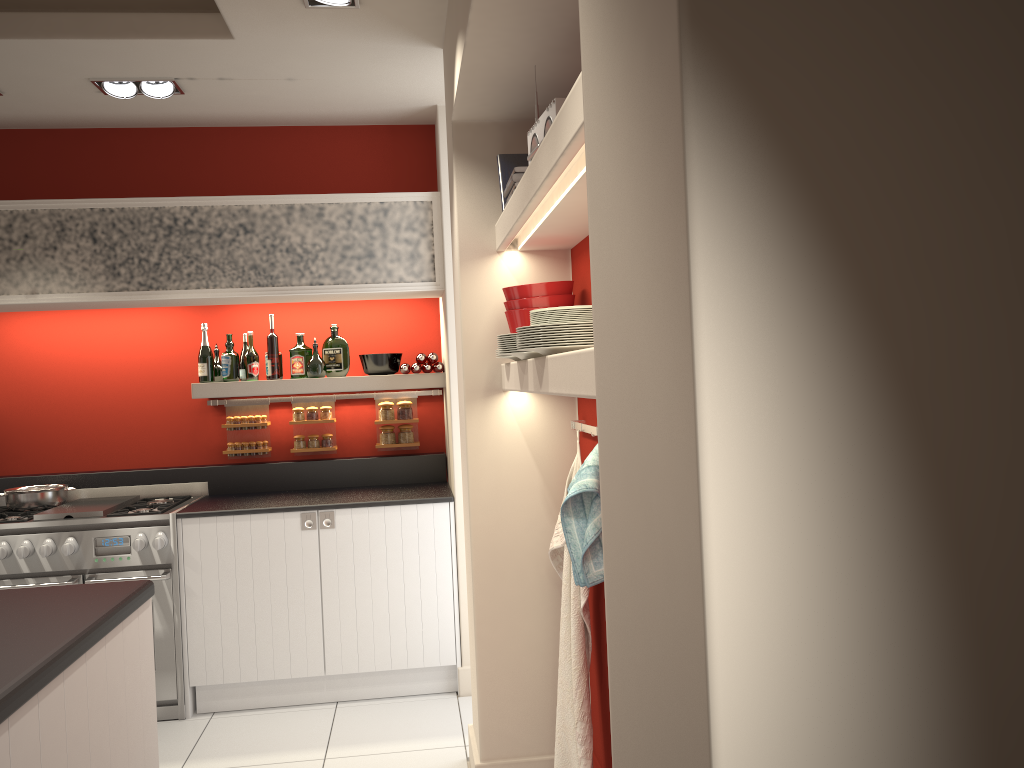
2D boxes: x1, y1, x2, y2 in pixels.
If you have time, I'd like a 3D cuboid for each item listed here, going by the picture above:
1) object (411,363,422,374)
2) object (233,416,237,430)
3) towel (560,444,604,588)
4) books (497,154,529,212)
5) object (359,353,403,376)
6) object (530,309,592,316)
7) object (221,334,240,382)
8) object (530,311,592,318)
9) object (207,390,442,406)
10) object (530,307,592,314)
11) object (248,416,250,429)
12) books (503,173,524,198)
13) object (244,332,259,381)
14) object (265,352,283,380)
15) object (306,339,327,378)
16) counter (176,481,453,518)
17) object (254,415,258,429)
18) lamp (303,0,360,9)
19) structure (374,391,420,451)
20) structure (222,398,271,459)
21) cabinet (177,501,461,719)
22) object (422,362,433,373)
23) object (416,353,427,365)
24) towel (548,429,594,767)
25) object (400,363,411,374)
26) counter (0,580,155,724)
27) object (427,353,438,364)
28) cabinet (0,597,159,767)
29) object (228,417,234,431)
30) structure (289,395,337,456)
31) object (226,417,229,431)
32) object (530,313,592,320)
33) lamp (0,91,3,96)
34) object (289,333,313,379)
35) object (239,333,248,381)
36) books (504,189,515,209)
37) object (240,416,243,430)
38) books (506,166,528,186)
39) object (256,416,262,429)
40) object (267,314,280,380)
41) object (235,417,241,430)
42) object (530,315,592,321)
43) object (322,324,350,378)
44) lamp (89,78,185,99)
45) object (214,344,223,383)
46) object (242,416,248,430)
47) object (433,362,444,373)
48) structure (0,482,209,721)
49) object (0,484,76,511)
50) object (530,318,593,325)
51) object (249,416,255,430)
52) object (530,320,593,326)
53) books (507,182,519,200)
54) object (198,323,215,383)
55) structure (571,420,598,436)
[{"bbox_3d":[-0.545,-0.089,5.052,0.062,0.062,0.366,-3,0,-7],"label":"object"},{"bbox_3d":[-1.587,0.225,5.104,0.034,0.078,0.034,-2,0,14],"label":"object"},{"bbox_3d":[0.251,0.370,2.645,0.179,0.452,0.209,-2,0,33],"label":"towel"},{"bbox_3d":[0.057,-0.733,3.256,0.207,0.246,0.136,-3,0,-7],"label":"books"},{"bbox_3d":[-0.756,-0.111,5.122,0.251,0.121,0.251,-3,0,-25],"label":"object"},{"bbox_3d":[0.176,-0.187,2.429,0.255,0.015,0.255,-3,1,-26],"label":"object"},{"bbox_3d":[-1.554,-0.144,4.891,0.094,0.264,0.094,-3,0,-18],"label":"object"},{"bbox_3d":[0.176,-0.182,2.429,0.255,0.015,0.255,-3,1,-26],"label":"object"},{"bbox_3d":[-1.092,0.080,5.224,1.355,0.034,0.048,-3,0,-7],"label":"object"},{"bbox_3d":[0.176,-0.192,2.429,0.255,0.015,0.255,-3,1,-26],"label":"object"},{"bbox_3d":[-1.508,0.222,5.113,0.034,0.078,0.034,-2,0,14],"label":"object"},{"bbox_3d":[0.087,-0.675,3.019,0.207,0.030,0.258,-3,0,-7],"label":"books"},{"bbox_3d":[-1.472,-0.157,5.008,0.080,0.278,0.080,-3,0,-3],"label":"object"},{"bbox_3d":[-1.364,-0.153,5.076,0.094,0.263,0.094,-3,0,-40],"label":"object"},{"bbox_3d":[-1.092,-0.147,4.936,0.113,0.226,0.113,-3,0,5],"label":"object"},{"bbox_3d":[-1.012,0.614,4.767,1.360,0.026,0.699,-3,0,-7],"label":"counter"},{"bbox_3d":[-1.470,0.220,5.118,0.034,0.078,0.034,-2,0,14],"label":"object"},{"bbox_3d":[-0.641,-1.405,3.091,0.199,0.090,0.361,-3,0,-7],"label":"lamp"},{"bbox_3d":[-0.675,0.219,5.199,0.256,0.347,0.130,-3,0,-7],"label":"structure"},{"bbox_3d":[-1.526,0.258,5.099,0.256,0.347,0.130,-3,0,-7],"label":"structure"},{"bbox_3d":[-0.988,1.124,4.770,1.361,0.993,0.687,-3,0,-7],"label":"cabinet"},{"bbox_3d":[-0.485,-0.092,5.080,0.061,0.061,0.366,-3,0,-7],"label":"object"},{"bbox_3d":[-0.519,-0.144,5.078,0.062,0.062,0.366,-3,0,-7],"label":"object"},{"bbox_3d":[0.196,0.847,3.146,0.141,1.362,0.341,-3,0,-6],"label":"towel"},{"bbox_3d":[-0.607,-0.086,5.045,0.062,0.062,0.366,-3,0,-7],"label":"object"},{"bbox_3d":[-2.044,0.676,1.940,2.054,0.050,1.415,-3,0,-7],"label":"counter"},{"bbox_3d":[-0.453,-0.147,5.063,0.062,0.062,0.366,-3,0,-7],"label":"object"},{"bbox_3d":[-2.027,1.208,1.940,2.034,1.011,1.423,-3,0,-7],"label":"cabinet"},{"bbox_3d":[-1.604,0.227,5.063,0.034,0.078,0.034,-2,0,14],"label":"object"},{"bbox_3d":[-1.151,0.241,5.143,0.256,0.347,0.130,-3,0,-7],"label":"structure"},{"bbox_3d":[-1.626,0.227,5.099,0.034,0.078,0.034,-2,0,14],"label":"object"},{"bbox_3d":[0.176,-0.177,2.429,0.255,0.015,0.255,-3,1,-26],"label":"object"},{"bbox_3d":[-2.491,-1.329,3.932,0.361,0.104,0.199,-3,0,-7],"label":"lamp"},{"bbox_3d":[-1.201,-0.159,5.050,0.112,0.260,0.071,-2,0,22],"label":"object"},{"bbox_3d":[-1.526,-0.153,5.090,0.083,0.277,0.083,-3,0,-3],"label":"object"},{"bbox_3d":[0.089,-0.625,3.019,0.207,0.030,0.258,-3,0,-7],"label":"books"},{"bbox_3d":[-1.549,0.224,5.108,0.034,0.078,0.034,-2,0,14],"label":"object"},{"bbox_3d":[0.095,-0.699,3.008,0.207,0.019,0.258,-3,0,-6],"label":"books"},{"bbox_3d":[-1.449,0.220,5.081,0.034,0.078,0.034,-2,0,14],"label":"object"},{"bbox_3d":[-1.334,-0.206,4.985,0.062,0.366,0.210,-3,0,-7],"label":"object"},{"bbox_3d":[-1.565,0.225,5.067,0.034,0.078,0.034,-2,0,14],"label":"object"},{"bbox_3d":[0.177,-0.173,2.429,0.255,0.015,0.255,-3,1,-26],"label":"object"},{"bbox_3d":[-1.012,-0.189,5.083,0.186,0.303,0.057,-2,0,23],"label":"object"},{"bbox_3d":[-1.696,-1.365,4.026,0.361,0.103,0.199,-3,0,-7],"label":"lamp"},{"bbox_3d":[-1.690,-0.121,5.083,0.113,0.226,0.113,-2,0,35],"label":"object"},{"bbox_3d":[-1.527,0.223,5.072,0.034,0.078,0.034,-2,0,14],"label":"object"},{"bbox_3d":[-0.420,-0.095,5.069,0.061,0.061,0.366,-3,0,-7],"label":"object"},{"bbox_3d":[-2.310,1.127,4.568,1.322,1.085,0.778,-3,0,-7],"label":"structure"},{"bbox_3d":[-2.545,0.608,4.751,0.309,0.105,0.309,-2,0,21],"label":"object"},{"bbox_3d":[0.177,-0.163,2.429,0.255,0.015,0.255,-3,1,-26],"label":"object"},{"bbox_3d":[-1.488,0.221,5.077,0.034,0.078,0.034,-2,0,14],"label":"object"},{"bbox_3d":[0.177,-0.158,2.429,0.255,0.015,0.255,-3,1,-26],"label":"object"},{"bbox_3d":[0.097,-0.650,3.009,0.207,0.019,0.258,-3,0,-6],"label":"books"},{"bbox_3d":[-1.691,-0.171,4.897,0.083,0.331,0.083,-3,0,-35],"label":"object"},{"bbox_3d":[0.363,0.156,2.243,0.063,0.034,2.223,-3,0,-7],"label":"structure"}]
